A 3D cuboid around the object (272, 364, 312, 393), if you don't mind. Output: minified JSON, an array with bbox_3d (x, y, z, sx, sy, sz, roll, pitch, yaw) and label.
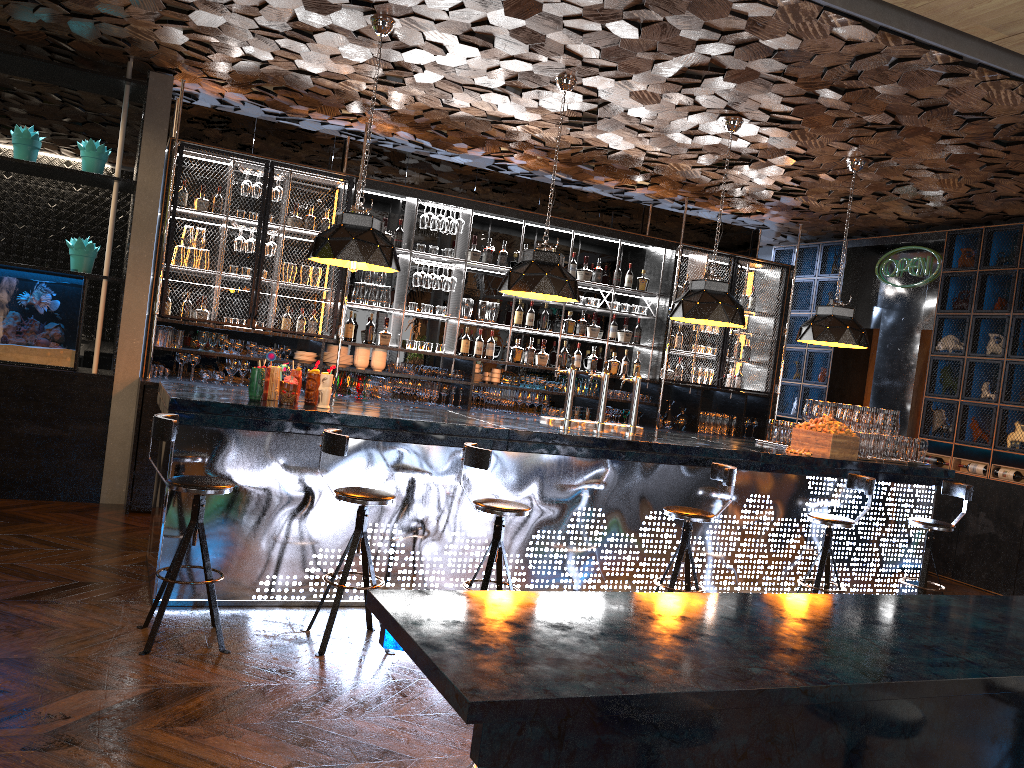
[{"bbox_3d":[-2.007,-0.050,8.079,0.376,0.227,0.186,7,2,-26],"label":"object"}]

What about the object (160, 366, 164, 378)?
[{"bbox_3d":[-3.032,-0.104,7.661,0.031,0.098,0.031,8,2,21],"label":"object"}]

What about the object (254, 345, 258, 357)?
[{"bbox_3d":[-2.326,-0.300,8.102,0.078,0.103,0.078,8,2,18],"label":"object"}]

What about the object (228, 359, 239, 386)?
[{"bbox_3d":[-2.444,-0.100,7.769,0.088,0.229,0.077,7,1,-11],"label":"object"}]

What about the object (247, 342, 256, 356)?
[{"bbox_3d":[-2.325,-0.310,7.910,0.074,0.131,0.074,7,1,-12],"label":"object"}]

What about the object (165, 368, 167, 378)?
[{"bbox_3d":[-3.018,-0.095,7.744,0.034,0.080,0.034,7,2,-25],"label":"object"}]

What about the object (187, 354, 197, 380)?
[{"bbox_3d":[-2.829,-0.150,7.852,0.091,0.227,0.091,8,2,28],"label":"object"}]

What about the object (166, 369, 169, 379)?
[{"bbox_3d":[-2.966,-0.086,7.626,0.034,0.080,0.034,8,2,33],"label":"object"}]

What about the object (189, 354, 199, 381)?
[{"bbox_3d":[-2.785,-0.142,7.744,0.091,0.227,0.091,8,2,29],"label":"object"}]

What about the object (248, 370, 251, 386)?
[{"bbox_3d":[-2.369,-0.056,8.085,0.065,0.146,0.074,7,1,5],"label":"object"}]

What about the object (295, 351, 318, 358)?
[{"bbox_3d":[-1.879,-0.264,8.090,0.211,0.060,0.209,8,2,20],"label":"object"}]

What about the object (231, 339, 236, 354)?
[{"bbox_3d":[-2.504,-0.336,8.018,0.081,0.132,0.081,8,2,37],"label":"object"}]

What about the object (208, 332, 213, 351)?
[{"bbox_3d":[-2.671,-0.373,7.895,0.087,0.170,0.087,8,2,26],"label":"object"}]

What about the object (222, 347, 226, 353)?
[{"bbox_3d":[-2.559,-0.341,7.937,0.081,0.132,0.081,8,2,37],"label":"object"}]

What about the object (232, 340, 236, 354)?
[{"bbox_3d":[-2.454,-0.327,7.899,0.081,0.132,0.081,8,2,37],"label":"object"}]

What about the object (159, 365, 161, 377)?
[{"bbox_3d":[-3.079,-0.113,7.765,0.031,0.098,0.031,8,2,22],"label":"object"}]

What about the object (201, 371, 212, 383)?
[{"bbox_3d":[-2.651,-0.060,7.694,0.093,0.101,0.093,8,2,34],"label":"object"}]

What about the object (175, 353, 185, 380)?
[{"bbox_3d":[-2.873,-0.152,7.711,0.091,0.227,0.091,8,1,15],"label":"object"}]

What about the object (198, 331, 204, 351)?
[{"bbox_3d":[-2.708,-0.375,7.761,0.087,0.170,0.087,8,2,26],"label":"object"}]

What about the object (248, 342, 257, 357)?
[{"bbox_3d":[-2.292,-0.303,7.829,0.074,0.131,0.074,7,1,-12],"label":"object"}]

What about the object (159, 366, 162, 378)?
[{"bbox_3d":[-3.016,-0.101,7.631,0.031,0.098,0.031,8,2,27],"label":"object"}]

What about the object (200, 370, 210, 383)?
[{"bbox_3d":[-2.694,-0.068,7.790,0.093,0.101,0.093,8,2,26],"label":"object"}]

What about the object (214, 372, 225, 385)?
[{"bbox_3d":[-2.553,-0.049,7.739,0.093,0.101,0.093,8,2,28],"label":"object"}]

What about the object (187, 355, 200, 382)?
[{"bbox_3d":[-2.745,-0.134,7.648,0.091,0.227,0.091,7,1,-2],"label":"object"}]

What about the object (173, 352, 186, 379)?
[{"bbox_3d":[-2.934,-0.163,7.830,0.091,0.227,0.091,7,2,-21],"label":"object"}]

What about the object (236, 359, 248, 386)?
[{"bbox_3d":[-2.434,-0.104,8.003,0.088,0.229,0.077,7,2,-23],"label":"object"}]

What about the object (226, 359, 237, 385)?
[{"bbox_3d":[-2.480,-0.106,7.852,0.077,0.229,0.088,8,2,25],"label":"object"}]

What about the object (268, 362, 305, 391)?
[{"bbox_3d":[-2.086,-0.065,8.257,0.376,0.227,0.186,7,2,-26],"label":"object"}]

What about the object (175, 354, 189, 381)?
[{"bbox_3d":[-2.831,-0.144,7.612,0.091,0.227,0.091,8,2,28],"label":"object"}]

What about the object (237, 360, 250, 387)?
[{"bbox_3d":[-2.387,-0.096,7.890,0.088,0.229,0.077,7,2,-25],"label":"object"}]

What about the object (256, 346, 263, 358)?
[{"bbox_3d":[-2.252,-0.286,7.942,0.078,0.103,0.078,8,2,18],"label":"object"}]

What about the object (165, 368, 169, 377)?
[{"bbox_3d":[-3.037,-0.099,7.784,0.034,0.080,0.034,7,1,-15],"label":"object"}]

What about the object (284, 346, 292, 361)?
[{"bbox_3d":[-2.036,-0.276,8.041,0.074,0.131,0.074,7,1,-12],"label":"object"}]

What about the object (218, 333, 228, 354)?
[{"bbox_3d":[-2.519,-0.349,7.706,0.087,0.170,0.087,8,2,26],"label":"object"}]

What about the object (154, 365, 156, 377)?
[{"bbox_3d":[-3.066,-0.108,7.641,0.033,0.101,0.033,6,2,-43],"label":"object"}]

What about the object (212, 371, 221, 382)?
[{"bbox_3d":[-2.639,-0.065,7.928,0.093,0.101,0.093,7,1,-10],"label":"object"}]

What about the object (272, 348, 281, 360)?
[{"bbox_3d":[-2.104,-0.265,7.910,0.078,0.099,0.078,8,2,33],"label":"object"}]

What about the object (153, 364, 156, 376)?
[{"bbox_3d":[-3.131,-0.120,7.793,0.033,0.101,0.033,8,2,30],"label":"object"}]

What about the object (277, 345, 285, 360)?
[{"bbox_3d":[-2.135,-0.292,8.190,0.074,0.131,0.074,7,1,-12],"label":"object"}]

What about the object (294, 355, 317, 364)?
[{"bbox_3d":[-1.885,-0.224,8.091,0.209,0.060,0.211,8,2,25],"label":"object"}]

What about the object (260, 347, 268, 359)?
[{"bbox_3d":[-2.197,-0.278,7.875,0.078,0.103,0.078,8,2,18],"label":"object"}]

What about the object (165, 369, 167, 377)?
[{"bbox_3d":[-2.983,-0.089,7.662,0.034,0.080,0.034,7,2,-16],"label":"object"}]

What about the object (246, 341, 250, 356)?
[{"bbox_3d":[-2.361,-0.316,7.988,0.074,0.131,0.074,7,1,-12],"label":"object"}]

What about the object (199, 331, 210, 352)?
[{"bbox_3d":[-2.660,-0.366,7.653,0.087,0.170,0.087,8,2,26],"label":"object"}]

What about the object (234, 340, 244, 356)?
[{"bbox_3d":[-2.402,-0.318,7.791,0.081,0.132,0.081,8,2,37],"label":"object"}]

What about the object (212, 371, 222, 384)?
[{"bbox_3d":[-2.602,-0.058,7.834,0.093,0.101,0.093,7,1,-4],"label":"object"}]

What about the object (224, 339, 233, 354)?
[{"bbox_3d":[-2.498,-0.330,7.804,0.081,0.132,0.081,8,2,37],"label":"object"}]

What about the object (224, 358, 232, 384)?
[{"bbox_3d":[-2.517,-0.113,7.925,0.077,0.229,0.088,7,1,-9],"label":"object"}]

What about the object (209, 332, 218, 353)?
[{"bbox_3d":[-2.612,-0.363,7.763,0.087,0.170,0.087,8,2,26],"label":"object"}]

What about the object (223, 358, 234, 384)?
[{"bbox_3d":[-2.554,-0.120,8.010,0.088,0.229,0.077,8,2,40],"label":"object"}]

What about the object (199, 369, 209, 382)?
[{"bbox_3d":[-2.735,-0.076,7.886,0.093,0.101,0.093,6,2,-38],"label":"object"}]

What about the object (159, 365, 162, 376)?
[{"bbox_3d":[-3.094,-0.116,7.797,0.031,0.098,0.031,7,2,-20],"label":"object"}]

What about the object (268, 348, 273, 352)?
[{"bbox_3d":[-2.171,-0.275,7.979,0.078,0.099,0.078,8,2,33],"label":"object"}]

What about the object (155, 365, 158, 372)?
[{"bbox_3d":[-3.085,-0.112,7.679,0.033,0.101,0.033,7,2,-19],"label":"object"}]

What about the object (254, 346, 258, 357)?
[{"bbox_3d":[-2.291,-0.294,8.024,0.078,0.103,0.078,8,2,18],"label":"object"}]

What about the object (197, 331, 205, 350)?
[{"bbox_3d":[-2.757,-0.384,7.869,0.087,0.170,0.087,8,2,26],"label":"object"}]
